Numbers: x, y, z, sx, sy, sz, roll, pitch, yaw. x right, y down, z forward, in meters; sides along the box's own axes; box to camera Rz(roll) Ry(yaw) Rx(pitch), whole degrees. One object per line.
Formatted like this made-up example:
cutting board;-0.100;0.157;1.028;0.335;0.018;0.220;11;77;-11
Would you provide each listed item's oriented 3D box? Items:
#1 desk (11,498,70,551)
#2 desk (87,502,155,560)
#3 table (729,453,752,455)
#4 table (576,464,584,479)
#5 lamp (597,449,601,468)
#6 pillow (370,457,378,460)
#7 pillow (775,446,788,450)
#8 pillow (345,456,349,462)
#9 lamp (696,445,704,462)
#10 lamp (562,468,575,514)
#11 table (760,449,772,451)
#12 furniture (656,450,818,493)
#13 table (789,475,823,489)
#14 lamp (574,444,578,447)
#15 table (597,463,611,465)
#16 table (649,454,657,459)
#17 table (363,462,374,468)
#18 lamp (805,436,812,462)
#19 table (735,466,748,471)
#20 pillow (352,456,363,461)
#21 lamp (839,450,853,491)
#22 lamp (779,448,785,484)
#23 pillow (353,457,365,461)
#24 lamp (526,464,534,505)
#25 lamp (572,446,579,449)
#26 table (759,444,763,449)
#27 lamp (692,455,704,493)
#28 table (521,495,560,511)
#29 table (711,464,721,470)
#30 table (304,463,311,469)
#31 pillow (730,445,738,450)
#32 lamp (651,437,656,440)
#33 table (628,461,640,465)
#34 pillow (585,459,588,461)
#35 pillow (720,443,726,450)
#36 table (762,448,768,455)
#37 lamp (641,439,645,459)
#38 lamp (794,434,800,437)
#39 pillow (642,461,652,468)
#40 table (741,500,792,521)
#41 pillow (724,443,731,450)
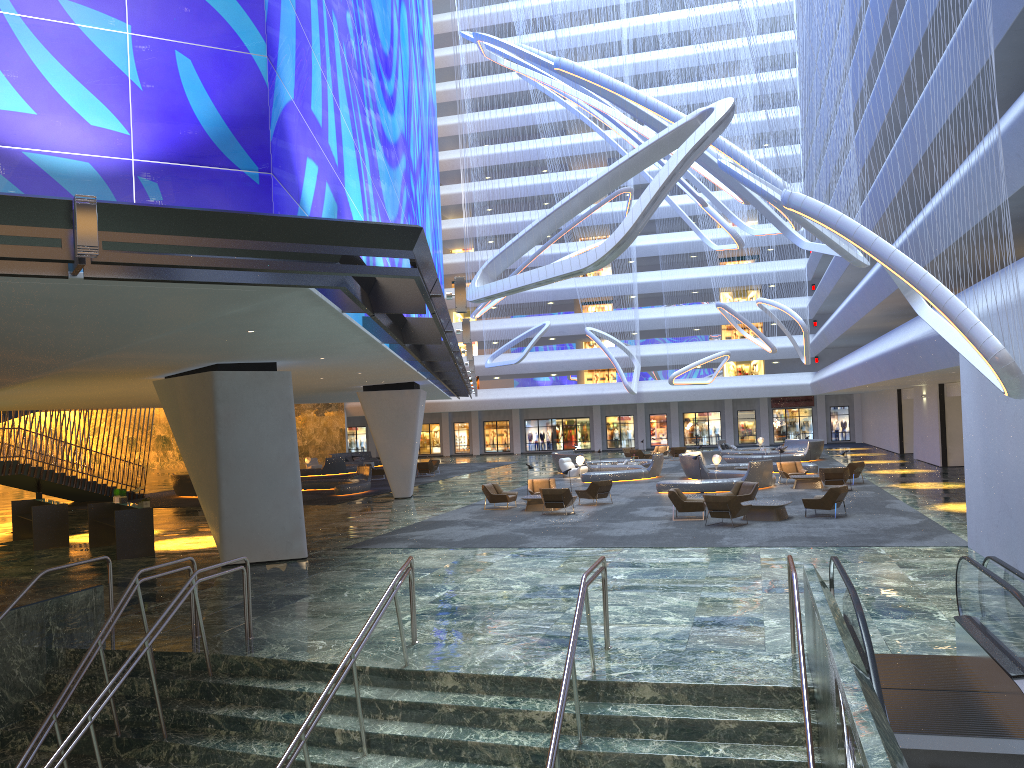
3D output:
desk;-12.490;3.669;23.416;0.813;1.097;2.980;-2;-2;-38
desk;-9.353;3.446;21.132;0.813;1.097;2.980;-2;-2;-36
table;11.977;3.851;46.474;1.203;0.392;1.203;-3;-2;16
table;2.973;3.826;38.758;0.418;0.595;0.428;-2;-1;-11
lamp;3.792;3.431;38.129;0.202;1.300;0.384;-2;0;-9
pillow;-9.013;4.904;57.978;0.443;0.207;0.445;-3;-2;2
pillow;14.435;3.428;47.466;0.692;0.262;0.878;-2;-2;-23
pillow;-10.796;4.832;56.995;0.315;0.386;0.784;-3;-2;31
lamp;8.037;3.229;37.624;0.384;1.300;0.202;-3;0;32
lamp;1.594;3.015;24.928;0.384;1.300;0.202;-3;0;32
table;14.404;3.896;50.352;0.671;0.406;0.673;-3;-2;11
furniture;8.149;3.214;33.834;5.190;0.969;9.925;-4;-3;32
table;9.980;3.296;29.872;1.203;0.392;1.203;-3;-2;15
lamp;3.313;3.753;45.949;0.202;1.300;0.384;-2;0;-31
table;4.476;4.038;42.989;0.674;0.406;0.671;-4;-2;35
table;7.567;4.188;50.295;1.202;0.392;1.204;-1;-3;-39
table;-9.001;5.111;55.800;0.670;0.406;0.674;-1;-2;-30
lamp;14.504;3.173;43.358;0.202;1.300;0.384;-2;0;-26
table;9.539;3.532;35.511;1.203;0.392;1.203;-3;-2;16
pillow;-10.066;4.833;57.729;0.774;0.366;0.317;-1;-2;-33
lamp;10.650;2.756;28.294;0.384;1.300;0.202;-3;0;32
lamp;9.622;2.930;31.643;0.202;1.300;0.384;-3;0;32
pillow;-9.999;4.866;57.543;0.692;0.262;0.877;-3;-2;6
lamp;0.566;3.189;28.277;0.202;1.300;0.384;-3;0;32
lamp;3.117;3.669;43.544;0.384;1.300;0.202;-3;0;8
table;14.508;3.833;51.747;0.417;0.595;0.428;-2;-1;-31
lamp;6.205;2.997;29.580;0.384;1.300;0.202;-3;0;32
table;0.924;3.555;26.506;1.203;0.392;1.203;-3;-2;16
table;8.030;3.458;34.841;0.418;0.595;0.427;-3;-1;14
table;-12.149;5.010;52.599;0.418;0.595;0.427;-3;-1;14
pillow;12.799;3.681;51.621;0.684;0.280;0.875;-1;-3;-38
lamp;8.289;3.771;51.939;0.384;1.300;0.202;-2;0;-23
table;5.986;3.968;42.867;0.673;0.406;0.671;-2;-2;-23
pillow;3.545;3.862;44.963;0.443;0.207;0.445;-2;-2;-23
pillow;12.310;3.627;51.415;0.295;0.368;0.769;-3;-2;28
table;13.457;3.698;47.093;0.418;0.595;0.428;-3;-1;11
lamp;7.202;3.689;48.608;0.202;1.300;0.384;-2;0;-22
lamp;15.289;3.293;47.340;0.384;1.300;0.202;-3;0;15
pillow;5.953;3.411;37.598;0.693;0.262;0.877;-3;-2;24
table;6.304;3.152;22.055;1.204;0.392;1.203;-4;-2;33
pillow;12.519;3.593;51.394;0.315;0.386;0.784;-3;-2;31
